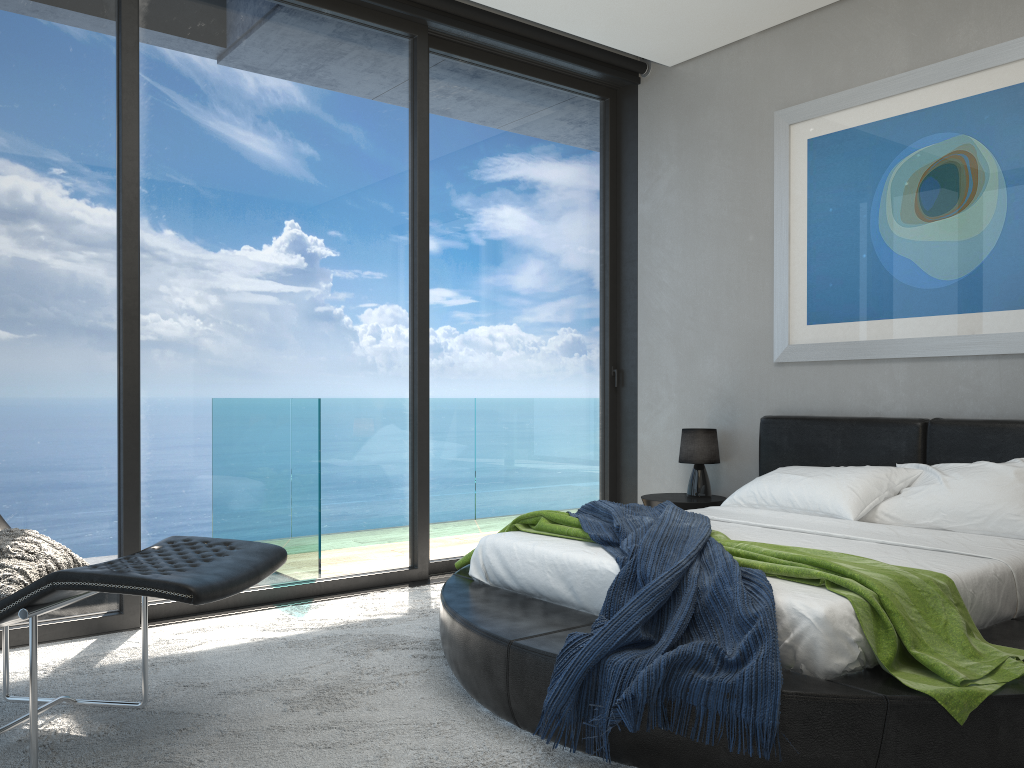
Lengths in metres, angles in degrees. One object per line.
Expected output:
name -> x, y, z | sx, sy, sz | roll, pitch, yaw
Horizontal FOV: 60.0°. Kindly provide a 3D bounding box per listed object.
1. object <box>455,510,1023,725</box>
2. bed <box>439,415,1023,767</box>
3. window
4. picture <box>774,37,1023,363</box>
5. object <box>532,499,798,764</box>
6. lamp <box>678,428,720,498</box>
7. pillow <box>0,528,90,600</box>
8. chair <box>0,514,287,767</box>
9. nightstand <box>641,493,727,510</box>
object -> 0.641, 0.685, 3.204 | 0.646, 0.342, 2.302 | 0, -1, -38
bed -> 1.020, 0.615, 3.489 | 2.617, 0.934, 2.755 | 1, -1, -38
window -> 1.855, -0.493, 4.727 | 9.723, 3.184, 3.596 | 1, -1, -38
picture -> 2.024, -0.831, 4.254 | 0.025, 1.400, 1.800 | 0, 0, -38
object -> 0.466, 0.744, 3.272 | 0.685, 0.568, 2.154 | 0, -1, 4
lamp -> 1.103, 0.464, 5.224 | 0.241, 0.400, 0.219 | 0, 0, 21
pillow -> -1.529, 0.566, 2.690 | 0.313, 0.199, 0.442 | 0, -1, 3
chair -> -1.399, 0.571, 2.670 | 1.281, 0.995, 0.639 | 0, 0, 7
nightstand -> 1.005, 0.883, 5.190 | 0.497, 0.440, 0.497 | 0, 0, -26
